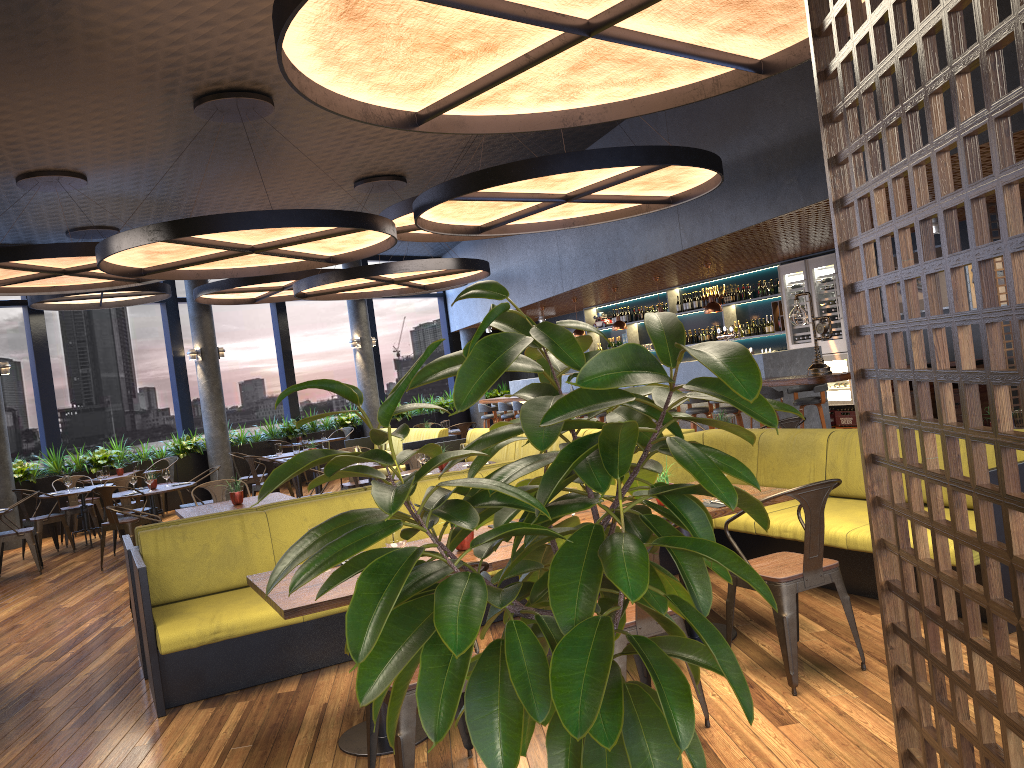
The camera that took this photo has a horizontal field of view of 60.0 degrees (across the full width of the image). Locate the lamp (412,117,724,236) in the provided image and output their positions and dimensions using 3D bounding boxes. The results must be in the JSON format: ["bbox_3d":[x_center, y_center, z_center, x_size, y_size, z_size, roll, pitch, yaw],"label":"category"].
[{"bbox_3d":[0.409,-2.346,8.025,2.778,1.475,2.778,-8,1,-22],"label":"lamp"}]

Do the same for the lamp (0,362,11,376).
[{"bbox_3d":[-7.356,-0.219,12.844,0.215,0.215,0.189,-7,1,42],"label":"lamp"}]

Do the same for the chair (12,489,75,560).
[{"bbox_3d":[-5.990,1.745,11.287,0.504,0.917,0.541,-7,1,37],"label":"chair"}]

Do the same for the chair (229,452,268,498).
[{"bbox_3d":[-3.953,1.454,13.445,0.541,0.917,0.504,-7,1,-7],"label":"chair"}]

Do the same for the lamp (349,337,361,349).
[{"bbox_3d":[-3.193,-0.821,17.895,0.215,0.215,0.189,-7,1,25],"label":"lamp"}]

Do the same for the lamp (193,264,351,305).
[{"bbox_3d":[-3.794,-2.066,14.456,2.778,1.159,2.778,-7,1,10],"label":"lamp"}]

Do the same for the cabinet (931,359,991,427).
[{"bbox_3d":[5.534,0.223,10.801,0.473,1.007,0.553,-8,1,-26],"label":"cabinet"}]

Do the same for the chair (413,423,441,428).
[{"bbox_3d":[-1.311,1.099,14.607,0.504,0.917,0.541,-8,1,-26],"label":"chair"}]

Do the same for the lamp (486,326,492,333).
[{"bbox_3d":[-0.541,-1.258,20.146,0.228,0.172,0.228,-8,1,-26],"label":"lamp"}]

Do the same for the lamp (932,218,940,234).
[{"bbox_3d":[4.908,-1.833,10.316,0.228,0.172,0.228,-8,1,-26],"label":"lamp"}]

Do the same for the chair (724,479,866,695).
[{"bbox_3d":[1.300,0.897,4.163,0.504,0.917,0.541,-8,1,-26],"label":"chair"}]

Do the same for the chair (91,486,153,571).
[{"bbox_3d":[-4.261,1.542,9.751,0.504,0.917,0.541,-7,1,13],"label":"chair"}]

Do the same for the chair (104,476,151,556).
[{"bbox_3d":[-4.533,1.566,10.621,0.504,0.917,0.541,-8,1,-44],"label":"chair"}]

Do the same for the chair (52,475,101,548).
[{"bbox_3d":[-6.009,1.735,12.242,0.504,0.917,0.541,-8,1,-35],"label":"chair"}]

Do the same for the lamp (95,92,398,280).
[{"bbox_3d":[-2.593,-1.966,8.584,2.778,1.475,2.778,-7,1,23],"label":"lamp"}]

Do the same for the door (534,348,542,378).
[{"bbox_3d":[0.846,0.166,20.947,0.137,2.056,1.012,-8,1,-26],"label":"door"}]

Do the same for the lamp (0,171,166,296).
[{"bbox_3d":[-5.306,-1.819,10.377,2.778,1.159,2.778,-7,1,41],"label":"lamp"}]

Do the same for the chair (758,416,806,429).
[{"bbox_3d":[2.224,0.736,7.449,0.504,0.917,0.541,-8,1,-26],"label":"chair"}]

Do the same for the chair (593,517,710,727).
[{"bbox_3d":[0.491,1.007,3.767,0.504,0.917,0.541,-8,1,-26],"label":"chair"}]

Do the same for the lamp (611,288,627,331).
[{"bbox_3d":[1.691,-1.207,14.261,0.250,0.673,0.250,-7,1,7],"label":"lamp"}]

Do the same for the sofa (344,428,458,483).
[{"bbox_3d":[-1.825,1.181,13.635,0.966,0.914,3.061,-8,1,-26],"label":"sofa"}]

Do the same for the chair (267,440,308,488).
[{"bbox_3d":[-4.099,1.439,16.098,0.504,0.917,0.541,-7,1,39],"label":"chair"}]

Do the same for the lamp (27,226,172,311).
[{"bbox_3d":[-6.277,-1.793,13.433,1.979,1.093,1.979,-7,1,28],"label":"lamp"}]

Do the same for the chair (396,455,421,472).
[{"bbox_3d":[-0.847,1.115,8.760,0.504,0.917,0.541,-8,1,-26],"label":"chair"}]

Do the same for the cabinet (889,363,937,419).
[{"bbox_3d":[5.232,0.253,11.427,0.473,1.007,0.553,-8,1,-26],"label":"cabinet"}]

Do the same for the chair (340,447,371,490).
[{"bbox_3d":[-1.827,1.217,10.575,0.504,0.917,0.541,-8,1,-26],"label":"chair"}]

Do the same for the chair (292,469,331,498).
[{"bbox_3d":[-2.137,1.269,9.646,0.541,0.917,0.504,-8,1,-26],"label":"chair"}]

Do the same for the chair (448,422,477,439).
[{"bbox_3d":[-0.763,1.043,13.470,0.504,0.917,0.541,-8,1,-26],"label":"chair"}]

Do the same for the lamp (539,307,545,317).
[{"bbox_3d":[0.610,-1.097,16.503,0.250,0.673,0.250,-8,1,-38],"label":"lamp"}]

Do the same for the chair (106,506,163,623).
[{"bbox_3d":[-2.953,1.406,7.231,0.541,0.917,0.504,-8,1,-26],"label":"chair"}]

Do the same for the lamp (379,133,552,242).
[{"bbox_3d":[-0.201,-2.474,10.184,2.778,1.159,2.778,-7,1,24],"label":"lamp"}]

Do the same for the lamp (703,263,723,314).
[{"bbox_3d":[2.716,-1.312,12.135,0.250,0.673,0.250,-7,1,7],"label":"lamp"}]

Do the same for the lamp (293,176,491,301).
[{"bbox_3d":[-1.776,-2.124,12.606,2.778,1.475,2.778,-7,1,29],"label":"lamp"}]

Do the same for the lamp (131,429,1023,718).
[{"bbox_3d":[2.301,-0.159,6.001,9.057,2.714,3.017,-8,1,-26],"label":"lamp"}]

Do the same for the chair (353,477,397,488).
[{"bbox_3d":[-1.139,1.163,7.928,0.541,0.917,0.504,-8,1,-26],"label":"chair"}]

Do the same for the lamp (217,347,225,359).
[{"bbox_3d":[-5.133,-0.541,15.600,0.215,0.215,0.189,-7,1,40],"label":"lamp"}]

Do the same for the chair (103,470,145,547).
[{"bbox_3d":[-5.083,1.622,11.707,0.541,0.917,0.504,-7,1,4],"label":"chair"}]

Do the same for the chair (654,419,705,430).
[{"bbox_3d":[1.684,0.791,8.571,0.504,0.917,0.541,-8,1,-26],"label":"chair"}]

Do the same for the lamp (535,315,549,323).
[{"bbox_3d":[0.661,-1.404,19.467,0.228,0.172,0.228,-8,1,-26],"label":"lamp"}]

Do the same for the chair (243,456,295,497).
[{"bbox_3d":[-3.297,1.388,12.032,0.504,0.917,0.541,-7,1,42],"label":"chair"}]

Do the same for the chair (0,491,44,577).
[{"bbox_3d":[-5.585,1.709,10.036,0.541,0.917,0.504,-8,1,-26],"label":"chair"}]

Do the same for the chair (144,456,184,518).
[{"bbox_3d":[-5.604,1.657,14.259,0.504,0.917,0.541,-7,1,28],"label":"chair"}]

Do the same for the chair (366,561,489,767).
[{"bbox_3d":[-0.312,1.115,3.375,0.504,0.917,0.541,-8,1,-26],"label":"chair"}]

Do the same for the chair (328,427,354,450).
[{"bbox_3d":[-3.284,1.320,17.142,0.504,0.917,0.541,-7,1,29],"label":"chair"}]

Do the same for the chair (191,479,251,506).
[{"bbox_3d":[-2.612,1.350,8.117,0.504,0.917,0.541,-8,1,-26],"label":"chair"}]

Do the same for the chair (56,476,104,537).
[{"bbox_3d":[-6.427,1.776,13.217,0.541,0.917,0.504,-8,1,-41],"label":"chair"}]

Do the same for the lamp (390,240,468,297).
[{"bbox_3d":[-1.912,-2.409,17.518,1.979,1.093,1.979,-7,1,28],"label":"lamp"}]

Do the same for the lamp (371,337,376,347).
[{"bbox_3d":[-2.892,-0.866,18.370,0.215,0.215,0.189,-7,1,43],"label":"lamp"}]

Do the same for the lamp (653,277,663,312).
[{"bbox_3d":[2.192,-1.258,13.223,0.250,0.673,0.250,-7,1,7],"label":"lamp"}]

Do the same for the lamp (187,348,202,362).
[{"bbox_3d":[-5.452,-0.494,15.138,0.215,0.215,0.189,-7,1,31],"label":"lamp"}]

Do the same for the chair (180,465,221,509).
[{"bbox_3d":[-3.669,1.456,10.496,0.541,0.917,0.504,-8,1,-26],"label":"chair"}]

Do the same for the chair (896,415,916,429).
[{"bbox_3d":[2.878,0.668,6.144,0.504,0.917,0.541,-8,1,-26],"label":"chair"}]

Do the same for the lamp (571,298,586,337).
[{"bbox_3d":[1.128,-1.149,15.429,0.250,0.673,0.250,-7,1,7],"label":"lamp"}]

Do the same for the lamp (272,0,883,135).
[{"bbox_3d":[0.264,-2.276,4.015,2.778,1.475,2.778,-8,1,-26],"label":"lamp"}]
